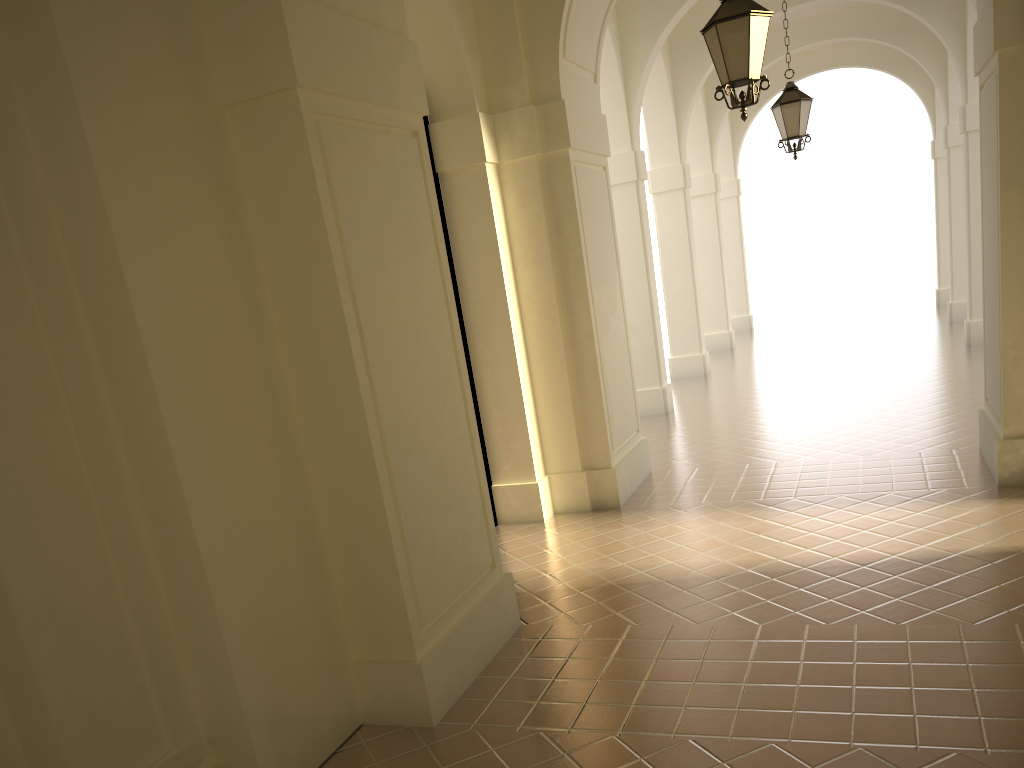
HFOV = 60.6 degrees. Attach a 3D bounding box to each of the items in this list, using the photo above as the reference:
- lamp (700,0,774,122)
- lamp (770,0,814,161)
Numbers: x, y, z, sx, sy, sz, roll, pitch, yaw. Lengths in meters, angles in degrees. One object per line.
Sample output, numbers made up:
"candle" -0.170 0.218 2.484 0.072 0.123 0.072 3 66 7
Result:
"lamp" 1.415 -3.536 5.894 0.441 3.441 0.492 -11 15 -7
"lamp" 3.225 -4.391 10.342 0.511 3.441 0.424 -3 16 22
